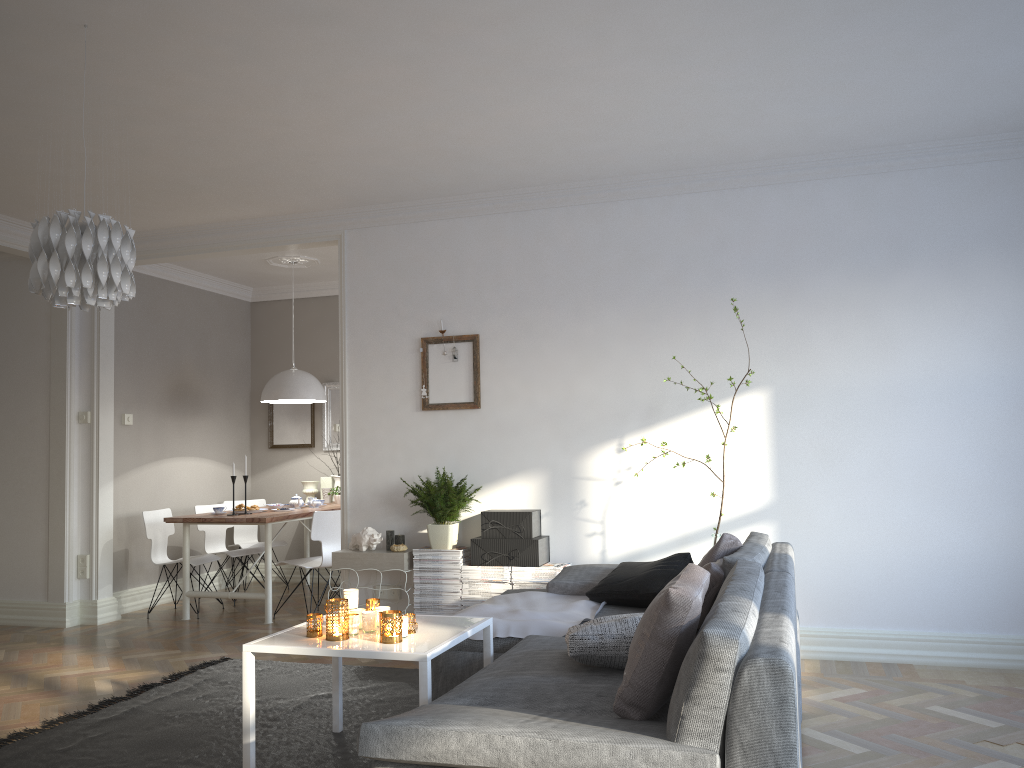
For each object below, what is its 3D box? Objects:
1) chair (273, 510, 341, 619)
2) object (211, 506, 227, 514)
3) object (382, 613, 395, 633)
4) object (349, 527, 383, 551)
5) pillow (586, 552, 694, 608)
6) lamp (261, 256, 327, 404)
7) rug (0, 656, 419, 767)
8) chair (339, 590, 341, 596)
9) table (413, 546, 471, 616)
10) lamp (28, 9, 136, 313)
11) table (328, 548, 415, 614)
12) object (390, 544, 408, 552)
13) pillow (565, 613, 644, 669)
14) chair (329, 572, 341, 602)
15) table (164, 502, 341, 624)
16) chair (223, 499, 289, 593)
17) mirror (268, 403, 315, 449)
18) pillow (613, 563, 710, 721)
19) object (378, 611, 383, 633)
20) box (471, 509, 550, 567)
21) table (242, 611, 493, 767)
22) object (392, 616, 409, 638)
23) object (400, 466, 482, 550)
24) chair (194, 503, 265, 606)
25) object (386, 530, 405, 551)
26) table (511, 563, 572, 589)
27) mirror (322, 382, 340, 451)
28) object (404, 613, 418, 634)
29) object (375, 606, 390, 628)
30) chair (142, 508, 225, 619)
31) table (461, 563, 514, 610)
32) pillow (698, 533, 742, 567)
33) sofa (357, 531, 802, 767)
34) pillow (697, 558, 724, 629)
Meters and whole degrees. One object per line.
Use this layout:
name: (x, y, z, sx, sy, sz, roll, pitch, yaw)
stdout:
chair: (-1.422, 1.304, 6.452, 0.479, 0.785, 0.432, -4, -5, 37)
object: (-2.204, 0.952, 6.673, 0.116, 0.056, 0.137, 3, -6, -42)
object: (-0.452, 0.894, 3.291, 0.060, 0.073, 0.060, -5, -5, 42)
object: (-0.909, 0.964, 5.529, 0.137, 0.150, 0.311, 2, -6, -42)
pillow: (0.614, 0.940, 4.253, 0.421, 0.248, 0.402, -4, -5, 38)
lamp: (-1.803, -0.444, 7.321, 0.530, 1.181, 0.530, -3, -4, 25)
rug: (-1.019, 1.485, 3.922, 2.112, 0.055, 2.017, -3, -5, 17)
chair: (-1.192, 1.386, 7.592, 0.479, 0.785, 0.432, -2, -4, 8)
table: (-0.414, 1.295, 5.405, 0.321, 0.596, 0.247, -2, -4, 17)
lamp: (-1.574, -0.807, 3.263, 0.355, 1.064, 0.354, 1, -4, -30)
table: (-0.836, 1.323, 5.499, 0.553, 0.575, 0.299, -3, -4, 18)
object: (-0.691, 1.004, 5.436, 0.099, 0.046, 0.104, 1, -5, -26)
pillow: (0.383, 0.878, 3.041, 0.406, 0.194, 0.405, -2, -4, 4)
chair: (-1.146, 1.336, 6.948, 0.479, 0.785, 0.432, -3, -4, 22)
table: (-1.802, 1.388, 7.194, 0.853, 0.749, 1.988, -2, -4, 17)
chair: (-2.288, 1.433, 7.900, 0.432, 0.785, 0.479, 2, -5, -41)
mirror: (-2.081, 0.326, 8.368, 0.474, 0.557, 0.052, -2, -4, 17)
pillow: (0.435, 0.731, 2.542, 0.242, 0.389, 0.426, -2, -4, 18)
object: (-0.475, 0.899, 3.352, 0.060, 0.073, 0.060, -5, -5, 42)
box: (-0.018, 0.918, 5.298, 0.419, 0.315, 0.298, -2, -4, 17)
table: (-0.515, 1.190, 3.365, 0.715, 0.504, 0.675, -2, -4, 17)
object: (-0.408, 0.889, 3.240, 0.060, 0.073, 0.060, 0, -4, -21)
object: (-0.437, 0.762, 5.405, 0.438, 0.526, 0.368, -2, -4, 18)
chair: (-2.307, 1.388, 7.312, 0.479, 0.785, 0.432, -3, -4, 27)
object: (-0.729, 0.968, 5.535, 0.123, 0.134, 0.062, 1, -4, -32)
table: (0.181, 1.316, 5.215, 0.327, 0.499, 0.247, -2, -4, 17)
mirror: (-1.497, 0.294, 8.187, 0.544, 0.632, 0.047, -2, -4, 17)
object: (-0.380, 0.897, 3.321, 0.054, 0.068, 0.047, 0, -4, -22)
object: (-0.503, 0.907, 3.450, 0.060, 0.073, 0.060, -5, -5, 42)
chair: (-2.504, 1.349, 6.744, 0.479, 0.785, 0.432, -2, -4, 8)
table: (-0.119, 1.330, 5.309, 0.327, 0.499, 0.247, -2, -4, 17)
pillow: (0.921, 0.872, 4.065, 0.324, 0.402, 0.430, -2, -4, 5)
sofa: (0.295, 1.070, 3.413, 1.555, 0.771, 2.634, -3, -5, 17)
pillow: (0.749, 0.877, 3.703, 0.337, 0.311, 0.415, -3, -4, 23)
